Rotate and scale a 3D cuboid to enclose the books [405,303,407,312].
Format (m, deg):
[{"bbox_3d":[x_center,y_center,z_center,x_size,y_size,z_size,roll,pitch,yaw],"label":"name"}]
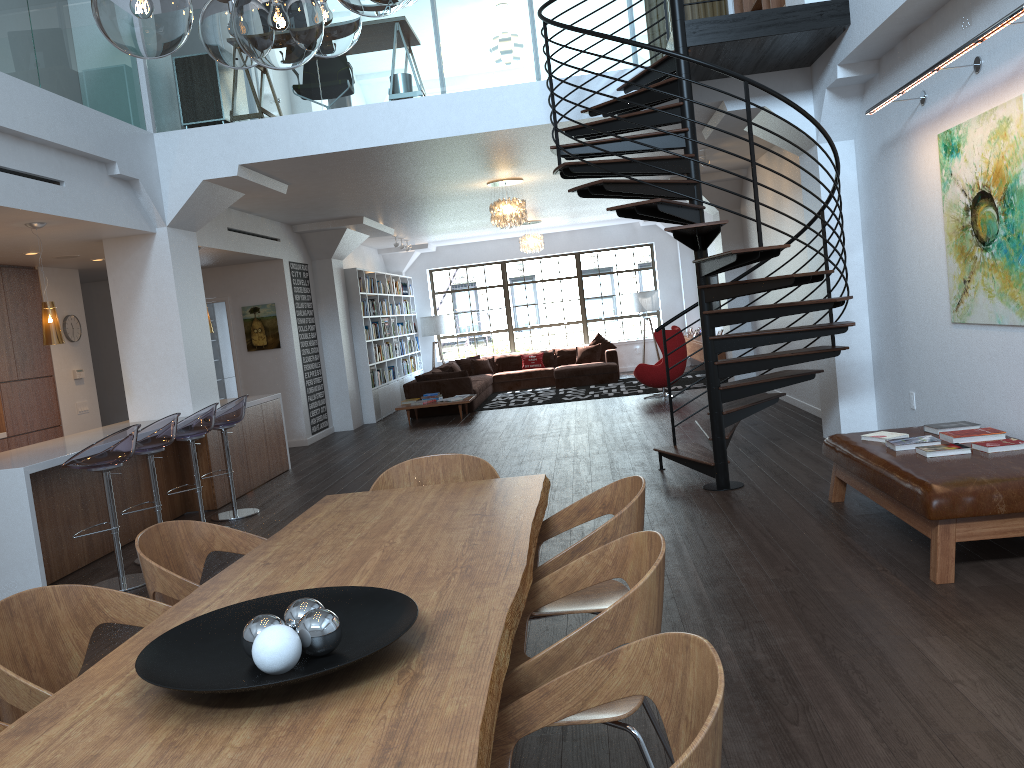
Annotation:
[{"bbox_3d":[-2.140,-1.458,17.285,0.161,0.223,0.027,-6,4,4],"label":"books"}]

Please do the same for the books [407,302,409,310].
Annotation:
[{"bbox_3d":[-2.133,-1.494,17.538,0.183,0.253,0.034,-6,4,4],"label":"books"}]

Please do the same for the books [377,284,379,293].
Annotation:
[{"bbox_3d":[-2.353,-1.625,15.087,0.146,0.202,0.027,-6,4,5],"label":"books"}]

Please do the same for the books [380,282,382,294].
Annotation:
[{"bbox_3d":[-2.340,-1.658,15.328,0.158,0.226,0.052,-6,4,5],"label":"books"}]

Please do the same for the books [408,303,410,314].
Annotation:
[{"bbox_3d":[-2.129,-1.491,17.577,0.174,0.240,0.045,-6,4,4],"label":"books"}]

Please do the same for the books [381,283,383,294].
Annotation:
[{"bbox_3d":[-2.324,-1.649,15.417,0.139,0.191,0.036,-6,4,5],"label":"books"}]

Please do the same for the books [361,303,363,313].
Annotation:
[{"bbox_3d":[-2.406,-1.153,13.840,0.161,0.218,0.101,-6,4,5],"label":"books"}]

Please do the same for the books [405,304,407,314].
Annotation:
[{"bbox_3d":[-2.147,-1.466,17.197,0.183,0.253,0.034,-6,4,4],"label":"books"}]

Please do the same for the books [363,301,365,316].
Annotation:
[{"bbox_3d":[-2.395,-1.168,13.900,0.172,0.235,0.112,-6,4,5],"label":"books"}]

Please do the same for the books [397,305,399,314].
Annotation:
[{"bbox_3d":[-2.197,-1.381,16.626,0.134,0.184,0.030,-6,4,5],"label":"books"}]

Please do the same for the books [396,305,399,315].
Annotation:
[{"bbox_3d":[-2.197,-1.375,16.600,0.128,0.178,0.022,-6,4,5],"label":"books"}]

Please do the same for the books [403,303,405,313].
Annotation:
[{"bbox_3d":[-2.156,-1.452,17.057,0.160,0.250,0.026,-6,4,4],"label":"books"}]

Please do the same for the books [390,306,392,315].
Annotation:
[{"bbox_3d":[-2.236,-1.317,15.965,0.126,0.173,0.032,-6,4,5],"label":"books"}]

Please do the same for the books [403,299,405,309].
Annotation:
[{"bbox_3d":[-2.160,-1.477,17.120,0.176,0.290,0.053,-6,4,4],"label":"books"}]

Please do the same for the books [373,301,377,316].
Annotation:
[{"bbox_3d":[-2.347,-1.238,14.679,0.174,0.240,0.054,-6,4,5],"label":"books"}]

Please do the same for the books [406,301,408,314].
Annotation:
[{"bbox_3d":[-2.133,-1.480,17.357,0.183,0.253,0.034,-6,4,4],"label":"books"}]

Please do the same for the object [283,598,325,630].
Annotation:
[{"bbox_3d":[-0.462,0.529,1.984,0.100,0.100,0.100,-10,6,-40],"label":"object"}]

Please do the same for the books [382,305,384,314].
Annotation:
[{"bbox_3d":[-2.305,-1.284,15.256,0.167,0.230,0.037,-6,4,5],"label":"books"}]

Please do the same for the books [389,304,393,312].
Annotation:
[{"bbox_3d":[-2.239,-1.339,16.052,0.146,0.202,0.027,-6,4,5],"label":"books"}]

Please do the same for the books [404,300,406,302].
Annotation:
[{"bbox_3d":[-2.142,-1.501,17.391,0.176,0.290,0.036,-6,4,4],"label":"books"}]

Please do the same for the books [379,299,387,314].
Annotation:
[{"bbox_3d":[-2.287,-1.336,15.507,0.176,0.290,0.053,-6,4,5],"label":"books"}]

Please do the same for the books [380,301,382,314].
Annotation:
[{"bbox_3d":[-2.309,-1.275,15.085,0.174,0.239,0.045,-6,4,5],"label":"books"}]

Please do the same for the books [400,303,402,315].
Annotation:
[{"bbox_3d":[-2.184,-1.422,16.854,0.158,0.226,0.052,-6,4,5],"label":"books"}]

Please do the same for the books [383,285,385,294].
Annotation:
[{"bbox_3d":[-2.304,-1.656,15.604,0.109,0.171,0.018,-6,4,5],"label":"books"}]

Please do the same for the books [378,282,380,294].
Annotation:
[{"bbox_3d":[-2.340,-1.635,15.195,0.146,0.202,0.027,-6,4,5],"label":"books"}]

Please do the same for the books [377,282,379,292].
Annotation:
[{"bbox_3d":[-2.342,-1.628,15.113,0.146,0.202,0.027,-6,4,5],"label":"books"}]

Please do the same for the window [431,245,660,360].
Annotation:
[{"bbox_3d":[0.691,-1.685,18.591,4.648,1.905,0.114,-6,4,5],"label":"window"}]

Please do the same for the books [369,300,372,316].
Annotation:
[{"bbox_3d":[-2.380,-1.223,14.416,0.180,0.259,0.042,-6,4,5],"label":"books"}]

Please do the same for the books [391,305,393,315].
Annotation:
[{"bbox_3d":[-2.235,-1.331,16.020,0.139,0.191,0.036,-6,4,5],"label":"books"}]

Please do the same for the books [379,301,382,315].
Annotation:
[{"bbox_3d":[-2.311,-1.275,15.011,0.182,0.253,0.034,-6,4,5],"label":"books"}]

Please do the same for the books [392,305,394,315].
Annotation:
[{"bbox_3d":[-2.228,-1.342,16.078,0.146,0.202,0.027,-6,4,5],"label":"books"}]

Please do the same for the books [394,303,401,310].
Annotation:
[{"bbox_3d":[-2.184,-1.420,16.805,0.140,0.231,0.042,-6,4,5],"label":"books"}]

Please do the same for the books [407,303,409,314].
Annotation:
[{"bbox_3d":[-2.135,-1.489,17.440,0.180,0.259,0.060,-6,4,4],"label":"books"}]

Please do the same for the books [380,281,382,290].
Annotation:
[{"bbox_3d":[-2.334,-1.665,15.376,0.140,0.231,0.042,-6,4,5],"label":"books"}]

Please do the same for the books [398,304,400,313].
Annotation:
[{"bbox_3d":[-2.187,-1.396,16.726,0.136,0.196,0.045,-6,4,5],"label":"books"}]

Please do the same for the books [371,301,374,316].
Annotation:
[{"bbox_3d":[-2.366,-1.234,14.568,0.183,0.253,0.042,-6,4,5],"label":"books"}]

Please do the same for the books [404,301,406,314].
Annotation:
[{"bbox_3d":[-2.154,-1.463,17.164,0.183,0.253,0.034,-6,4,4],"label":"books"}]

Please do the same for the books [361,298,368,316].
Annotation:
[{"bbox_3d":[-2.382,-1.210,14.057,0.176,0.290,0.053,-6,4,5],"label":"books"}]

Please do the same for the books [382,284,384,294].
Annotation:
[{"bbox_3d":[-2.313,-1.651,15.512,0.128,0.178,0.022,-6,4,5],"label":"books"}]

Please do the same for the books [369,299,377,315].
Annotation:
[{"bbox_3d":[-2.359,-1.268,14.793,0.198,0.284,0.049,-6,4,5],"label":"books"}]

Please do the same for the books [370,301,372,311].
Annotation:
[{"bbox_3d":[-2.374,-1.223,14.456,0.160,0.251,0.039,-6,4,5],"label":"books"}]

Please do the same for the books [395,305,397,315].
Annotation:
[{"bbox_3d":[-2.209,-1.363,16.368,0.139,0.191,0.036,-6,4,5],"label":"books"}]

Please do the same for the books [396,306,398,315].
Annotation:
[{"bbox_3d":[-2.188,-1.361,16.474,0.107,0.167,0.017,-6,4,5],"label":"books"}]

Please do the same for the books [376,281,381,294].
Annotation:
[{"bbox_3d":[-2.339,-1.657,15.279,0.140,0.231,0.042,-6,4,5],"label":"books"}]

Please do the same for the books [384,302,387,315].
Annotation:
[{"bbox_3d":[-2.285,-1.305,15.432,0.174,0.239,0.045,-6,4,5],"label":"books"}]

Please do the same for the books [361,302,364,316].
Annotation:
[{"bbox_3d":[-2.400,-1.163,13.868,0.152,0.232,0.104,-6,4,5],"label":"books"}]

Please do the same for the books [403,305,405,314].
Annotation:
[{"bbox_3d":[-2.176,-1.464,17.011,0.198,0.284,0.066,-6,4,4],"label":"books"}]

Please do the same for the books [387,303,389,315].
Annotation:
[{"bbox_3d":[-2.265,-1.329,15.641,0.159,0.250,0.026,-6,4,5],"label":"books"}]

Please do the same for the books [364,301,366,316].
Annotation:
[{"bbox_3d":[-2.393,-1.179,13.982,0.174,0.242,0.105,-6,4,5],"label":"books"}]

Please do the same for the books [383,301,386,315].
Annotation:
[{"bbox_3d":[-2.292,-1.303,15.381,0.170,0.245,0.057,-6,4,5],"label":"books"}]

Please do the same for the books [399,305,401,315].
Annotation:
[{"bbox_3d":[-2.180,-1.397,16.766,0.139,0.191,0.036,-6,4,5],"label":"books"}]

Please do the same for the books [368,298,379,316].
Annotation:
[{"bbox_3d":[-2.339,-1.277,14.842,0.176,0.291,0.053,-6,4,5],"label":"books"}]

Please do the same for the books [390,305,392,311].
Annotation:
[{"bbox_3d":[-2.234,-1.323,15.991,0.128,0.178,0.021,-6,4,5],"label":"books"}]

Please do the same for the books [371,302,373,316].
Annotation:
[{"bbox_3d":[-2.368,-1.224,14.495,0.171,0.246,0.039,-6,4,5],"label":"books"}]

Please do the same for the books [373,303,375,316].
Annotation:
[{"bbox_3d":[-2.347,-1.224,14.604,0.161,0.223,0.032,-6,4,5],"label":"books"}]

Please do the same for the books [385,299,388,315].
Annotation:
[{"bbox_3d":[-2.287,-1.338,15.568,0.197,0.283,0.065,-6,4,5],"label":"books"}]

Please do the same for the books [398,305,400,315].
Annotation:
[{"bbox_3d":[-2.184,-1.383,16.672,0.128,0.178,0.022,-6,4,5],"label":"books"}]

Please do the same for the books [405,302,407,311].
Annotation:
[{"bbox_3d":[-2.146,-1.469,17.320,0.174,0.240,0.045,-6,4,4],"label":"books"}]

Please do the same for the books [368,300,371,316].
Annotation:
[{"bbox_3d":[-2.380,-1.213,14.330,0.183,0.253,0.042,-6,4,5],"label":"books"}]
